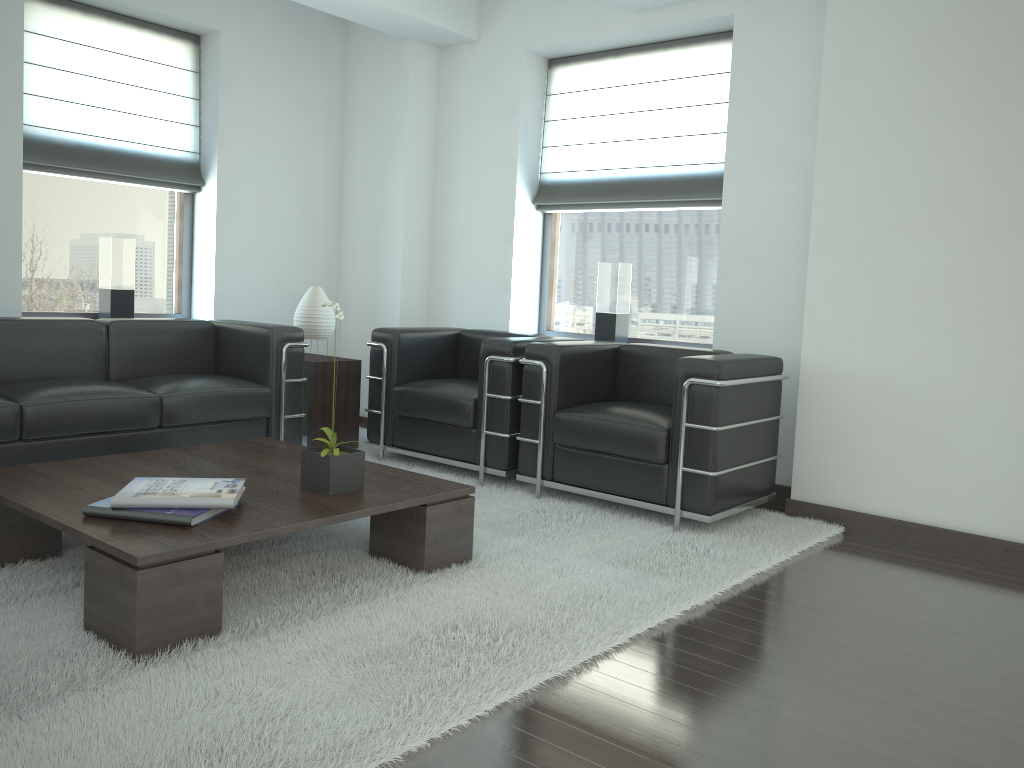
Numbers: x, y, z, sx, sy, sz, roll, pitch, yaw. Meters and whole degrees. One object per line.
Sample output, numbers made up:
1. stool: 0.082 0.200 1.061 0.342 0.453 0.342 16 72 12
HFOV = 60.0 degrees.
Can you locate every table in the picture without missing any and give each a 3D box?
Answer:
1. table: -1.566 0.733 4.756 1.924 0.440 1.938 8 8 39
2. table: -1.848 0.176 8.084 0.787 0.843 0.526 7 6 39

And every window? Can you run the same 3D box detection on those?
1. window: 1.186 -1.685 8.120 2.136 2.725 0.146 7 6 39
2. window: -3.642 -1.897 7.885 0.146 2.725 1.702 6 6 39

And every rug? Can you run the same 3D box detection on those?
1. rug: -1.675 0.859 5.310 5.178 0.110 6.257 8 8 39

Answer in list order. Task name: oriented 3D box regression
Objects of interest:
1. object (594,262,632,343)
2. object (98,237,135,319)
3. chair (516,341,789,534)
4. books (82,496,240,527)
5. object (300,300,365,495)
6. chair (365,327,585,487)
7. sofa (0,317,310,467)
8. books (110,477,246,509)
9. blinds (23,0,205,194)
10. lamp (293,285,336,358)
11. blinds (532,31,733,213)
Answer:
1. object: 0.909 -0.701 7.977 0.244 0.774 0.239 6 6 39
2. object: -3.490 -0.902 7.829 0.244 0.774 0.239 6 6 39
3. chair: 0.973 0.319 6.411 1.649 1.168 1.124 7 7 39
4. books: -1.595 0.559 4.070 0.518 0.045 0.447 4 6 10
5. object: -0.945 0.056 4.646 0.336 0.990 0.252 6 6 39
6. chair: -0.320 0.142 7.482 1.649 1.168 1.124 7 7 39
7. sofa: -3.133 0.146 6.140 1.125 1.167 3.479 7 7 39
8. books: -1.539 0.509 4.140 0.518 0.045 0.447 2 6 -10
9. blinds: -3.485 -2.504 7.743 0.222 1.473 1.687 6 6 39
10. lamp: -1.775 -0.558 7.979 0.374 0.653 0.375 1 5 -21
11. blinds: 1.112 -2.300 7.943 2.127 1.473 0.222 7 6 39
